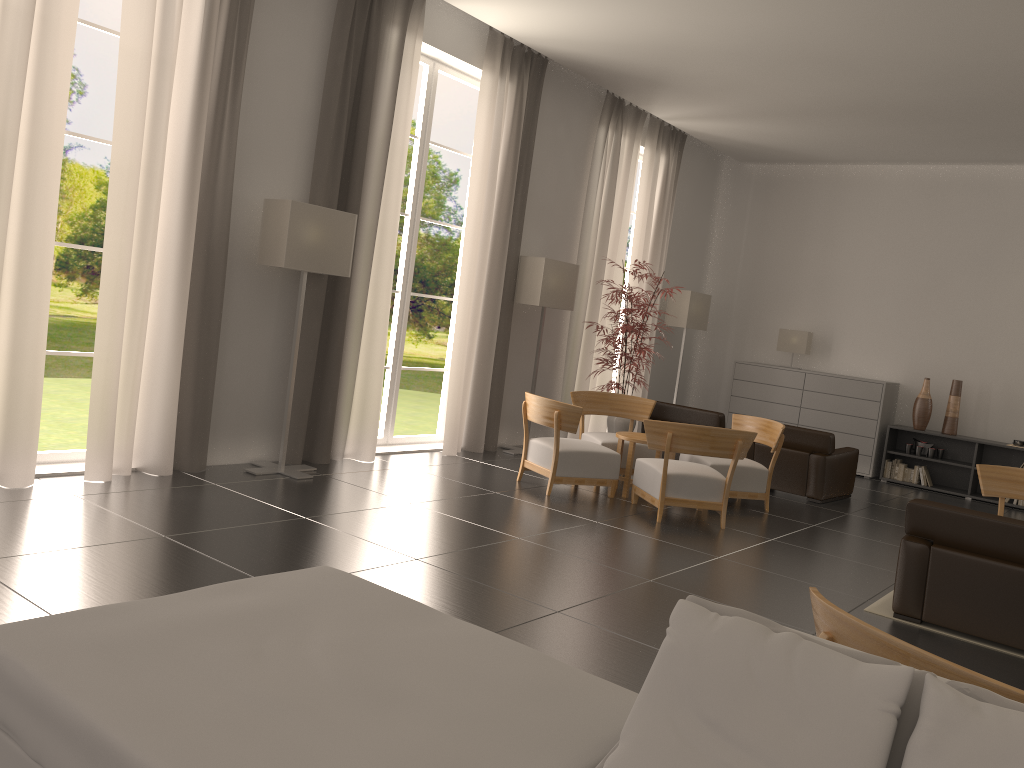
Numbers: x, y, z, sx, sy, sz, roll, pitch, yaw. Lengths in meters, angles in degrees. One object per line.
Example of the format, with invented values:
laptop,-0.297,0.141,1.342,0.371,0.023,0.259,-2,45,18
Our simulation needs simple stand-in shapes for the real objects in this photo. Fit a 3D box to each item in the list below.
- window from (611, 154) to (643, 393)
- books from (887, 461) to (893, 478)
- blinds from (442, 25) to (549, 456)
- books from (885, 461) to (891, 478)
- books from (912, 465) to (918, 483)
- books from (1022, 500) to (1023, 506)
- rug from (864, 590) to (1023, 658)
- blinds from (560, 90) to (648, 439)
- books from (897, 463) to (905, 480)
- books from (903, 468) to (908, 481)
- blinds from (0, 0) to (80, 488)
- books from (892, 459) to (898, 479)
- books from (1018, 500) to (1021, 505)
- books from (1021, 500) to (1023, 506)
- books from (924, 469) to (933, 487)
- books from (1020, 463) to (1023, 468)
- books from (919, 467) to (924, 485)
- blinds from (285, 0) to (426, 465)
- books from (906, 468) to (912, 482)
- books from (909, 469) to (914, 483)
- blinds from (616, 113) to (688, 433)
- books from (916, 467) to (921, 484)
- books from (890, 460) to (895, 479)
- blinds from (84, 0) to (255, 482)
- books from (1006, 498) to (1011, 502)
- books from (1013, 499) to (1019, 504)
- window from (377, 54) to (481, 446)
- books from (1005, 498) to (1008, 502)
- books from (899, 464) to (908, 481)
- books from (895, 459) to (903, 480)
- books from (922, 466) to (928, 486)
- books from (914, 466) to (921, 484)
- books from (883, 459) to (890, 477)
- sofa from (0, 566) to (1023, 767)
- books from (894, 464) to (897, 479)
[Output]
window,1.634,-1.836,17.410,0.110,5.744,2.642,10,4,37
books,7.251,1.642,16.960,0.039,0.312,0.245,10,5,37
blinds,-0.306,-2.118,13.760,0.418,6.425,1.549,10,4,33
books,7.221,1.639,16.995,0.048,0.305,0.226,10,5,37
books,7.620,1.702,16.717,0.055,0.328,0.187,10,4,37
books,9.056,1.978,15.620,0.057,0.327,0.257,10,5,37
rug,5.821,2.370,8.224,4.007,0.010,3.556,11,6,37
blinds,1.638,-2.065,16.342,0.415,6.425,1.549,10,5,41
books,7.390,1.666,16.861,0.039,0.318,0.236,10,5,37
books,7.488,1.716,16.828,0.055,0.249,0.167,10,5,37
blinds,-4.740,-2.239,7.875,0.415,6.425,1.549,10,5,41
books,7.324,1.618,16.922,0.029,0.385,0.219,10,4,37
books,9.008,1.943,15.663,0.042,0.376,0.248,10,4,37
books,9.027,1.975,15.645,0.018,0.321,0.251,10,5,37
books,7.777,1.755,16.556,0.142,0.289,0.252,10,5,37
books,8.999,1.462,15.647,0.142,0.289,0.252,10,5,37
books,7.703,1.726,16.613,0.130,0.322,0.252,10,5,37
blinds,-2.011,-2.164,11.499,0.415,6.425,1.549,10,5,41
books,7.532,1.724,16.795,0.055,0.249,0.167,10,5,37
books,7.576,1.733,16.761,0.055,0.249,0.167,10,5,37
blinds,2.658,-2.037,17.694,0.418,6.425,1.549,10,4,33
books,7.648,1.722,16.662,0.017,0.305,0.239,10,5,37
books,7.297,1.626,16.948,0.039,0.357,0.210,10,4,37
blinds,-3.578,-2.207,9.416,0.418,6.425,1.549,10,4,33
books,8.901,1.927,15.742,0.156,0.371,0.251,10,5,37
books,8.957,1.952,15.691,0.071,0.344,0.265,10,5,37
window,-1.546,-1.923,13.190,0.110,5.744,2.642,10,4,37
books,8.878,1.929,15.761,0.154,0.360,0.249,10,5,37
books,7.425,1.676,16.829,0.054,0.311,0.244,10,5,37
books,7.364,1.627,16.884,0.039,0.383,0.232,10,4,37
books,7.739,1.715,16.596,0.138,0.354,0.236,10,5,37
books,7.629,1.709,16.668,0.019,0.324,0.254,10,5,37
books,7.186,1.617,17.005,0.022,0.338,0.253,10,5,37
sofa,-0.531,1.489,1.001,5.534,1.203,5.602,11,6,37
books,7.340,1.663,16.912,0.017,0.302,0.215,10,5,37
